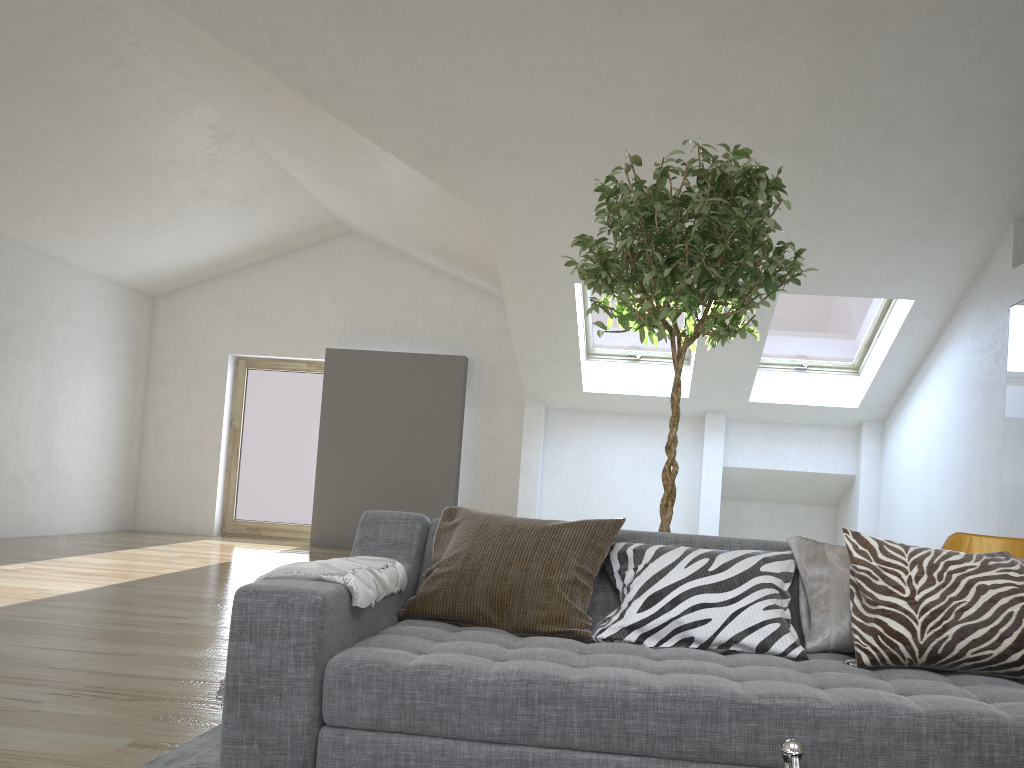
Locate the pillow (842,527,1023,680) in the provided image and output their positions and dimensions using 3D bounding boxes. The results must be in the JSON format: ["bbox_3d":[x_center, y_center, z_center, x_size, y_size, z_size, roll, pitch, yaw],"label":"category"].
[{"bbox_3d":[1.121,0.553,2.231,0.570,0.339,0.276,3,-4,9],"label":"pillow"}]

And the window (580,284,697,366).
[{"bbox_3d":[1.171,-0.595,8.164,1.509,0.726,1.866,3,-6,7],"label":"window"}]

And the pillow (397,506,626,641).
[{"bbox_3d":[-0.009,0.524,2.494,0.587,0.336,0.305,2,-5,15],"label":"pillow"}]

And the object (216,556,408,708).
[{"bbox_3d":[-0.474,0.640,2.233,0.365,0.417,0.473,3,-5,10],"label":"object"}]

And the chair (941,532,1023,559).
[{"bbox_3d":[2.294,1.087,4.253,0.652,0.720,0.723,1,-6,37],"label":"chair"}]

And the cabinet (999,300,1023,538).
[{"bbox_3d":[3.175,0.484,5.093,0.123,2.233,1.761,4,-4,9],"label":"cabinet"}]

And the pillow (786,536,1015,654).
[{"bbox_3d":[1.076,0.596,2.404,0.658,0.317,0.257,3,-4,6],"label":"pillow"}]

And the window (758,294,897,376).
[{"bbox_3d":[2.790,-0.499,8.029,1.509,0.726,1.866,3,-6,7],"label":"window"}]

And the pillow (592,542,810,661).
[{"bbox_3d":[0.506,0.580,2.406,0.575,0.282,0.351,3,-5,6],"label":"pillow"}]

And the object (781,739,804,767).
[{"bbox_3d":[0.251,0.447,0.815,0.115,0.238,0.123,2,-4,32],"label":"object"}]

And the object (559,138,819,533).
[{"bbox_3d":[0.543,0.163,3.040,0.829,2.012,0.788,5,-3,-15],"label":"object"}]

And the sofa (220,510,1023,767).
[{"bbox_3d":[0.711,0.751,2.251,2.525,0.681,1.004,3,-5,5],"label":"sofa"}]
